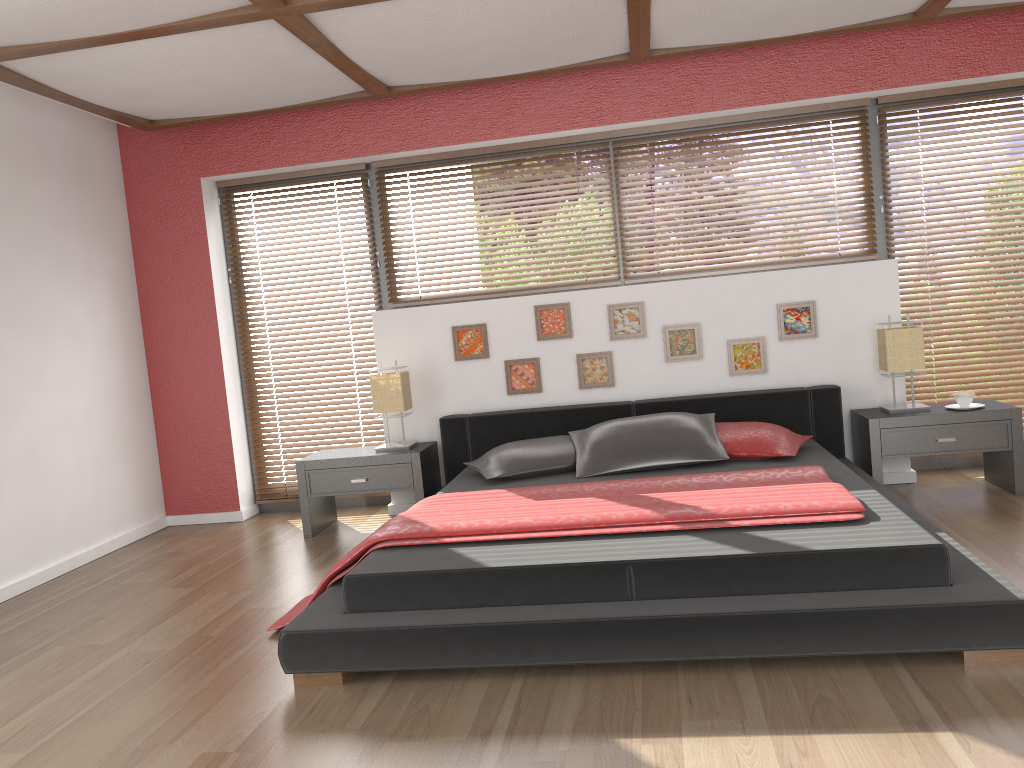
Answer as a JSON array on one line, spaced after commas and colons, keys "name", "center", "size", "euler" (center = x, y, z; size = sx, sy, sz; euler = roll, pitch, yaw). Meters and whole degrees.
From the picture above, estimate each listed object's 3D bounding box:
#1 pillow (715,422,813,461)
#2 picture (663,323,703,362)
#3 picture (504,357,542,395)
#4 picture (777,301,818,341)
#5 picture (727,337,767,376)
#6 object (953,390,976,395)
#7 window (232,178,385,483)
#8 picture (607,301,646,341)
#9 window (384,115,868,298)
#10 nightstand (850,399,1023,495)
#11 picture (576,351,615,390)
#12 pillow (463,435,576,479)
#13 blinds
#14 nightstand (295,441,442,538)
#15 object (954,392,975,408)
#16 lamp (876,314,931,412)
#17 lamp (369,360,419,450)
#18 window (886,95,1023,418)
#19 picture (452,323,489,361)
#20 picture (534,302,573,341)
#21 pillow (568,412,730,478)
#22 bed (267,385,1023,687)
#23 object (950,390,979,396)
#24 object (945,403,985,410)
[{"name": "pillow", "center": [1.065, 0.283, 4.376], "size": [0.745, 0.172, 0.418], "euler": [-3, 5, 28]}, {"name": "picture", "center": [0.940, -0.228, 4.885], "size": [0.200, 0.200, 0.010], "euler": [-5, 4, 9]}, {"name": "picture", "center": [0.064, -0.043, 5.034], "size": [0.200, 0.200, 0.010], "euler": [-5, 4, 9]}, {"name": "picture", "center": [1.538, -0.341, 4.784], "size": [0.200, 0.200, 0.010], "euler": [-5, 4, 9]}, {"name": "picture", "center": [1.283, -0.150, 4.839], "size": [0.200, 0.200, 0.010], "euler": [-5, 4, 9]}, {"name": "object", "center": [2.250, 0.043, 4.409], "size": [0.192, 0.007, 0.007], "euler": [-8, 5, -26]}, {"name": "window", "center": [-1.247, -0.313, 5.570], "size": [0.889, 1.893, 0.020], "euler": [-5, 4, 9]}, {"name": "picture", "center": [0.637, -0.349, 4.920], "size": [0.200, 0.200, 0.010], "euler": [-5, 4, 9]}, {"name": "window", "center": [0.623, -1.015, 5.223], "size": [2.817, 0.786, 0.020], "euler": [-5, 4, 9]}, {"name": "nightstand", "center": [2.143, 0.336, 4.502], "size": [0.700, 0.423, 0.413], "euler": [-5, 4, 9]}, {"name": "picture", "center": [0.468, -0.076, 4.970], "size": [0.200, 0.200, 0.010], "euler": [-5, 4, 9]}, {"name": "pillow", "center": [0.159, 0.364, 4.466], "size": [0.745, 0.172, 0.418], "euler": [-7, 4, -16]}, {"name": "blinds", "center": [0.664, -0.435, 5.199], "size": [4.840, 1.952, 0.032], "euler": [-5, 4, 9]}, {"name": "nightstand", "center": [-0.786, 0.585, 4.970], "size": [0.700, 0.423, 0.413], "euler": [-5, 4, 9]}, {"name": "object", "center": [2.248, 0.081, 4.407], "size": [0.099, 0.069, 0.099], "euler": [-3, 5, 34]}, {"name": "lamp", "center": [1.988, -0.115, 4.527], "size": [0.200, 0.480, 0.200], "euler": [-5, 4, 9]}, {"name": "lamp", "center": [-0.667, 0.110, 4.951], "size": [0.200, 0.480, 0.200], "euler": [-5, 4, 9]}, {"name": "window", "center": [2.592, -0.639, 4.956], "size": [0.889, 1.893, 0.020], "euler": [-5, 4, 9]}, {"name": "picture", "center": [-0.237, -0.238, 5.063], "size": [0.200, 0.200, 0.010], "euler": [-5, 4, 9]}, {"name": "picture", "center": [0.232, -0.350, 4.982], "size": [0.200, 0.200, 0.010], "euler": [-5, 4, 9]}, {"name": "pillow", "center": [0.646, 0.277, 4.297], "size": [0.744, 0.241, 0.386], "euler": [-5, 4, 5]}, {"name": "bed", "center": [0.380, 0.483, 3.768], "size": [2.469, 0.577, 2.413], "euler": [-5, 4, 9]}, {"name": "object", "center": [2.238, 0.045, 4.389], "size": [0.192, 0.007, 0.007], "euler": [-7, 4, -21]}, {"name": "object", "center": [2.251, 0.114, 4.410], "size": [0.179, 0.012, 0.179], "euler": [-3, 5, 34]}]
